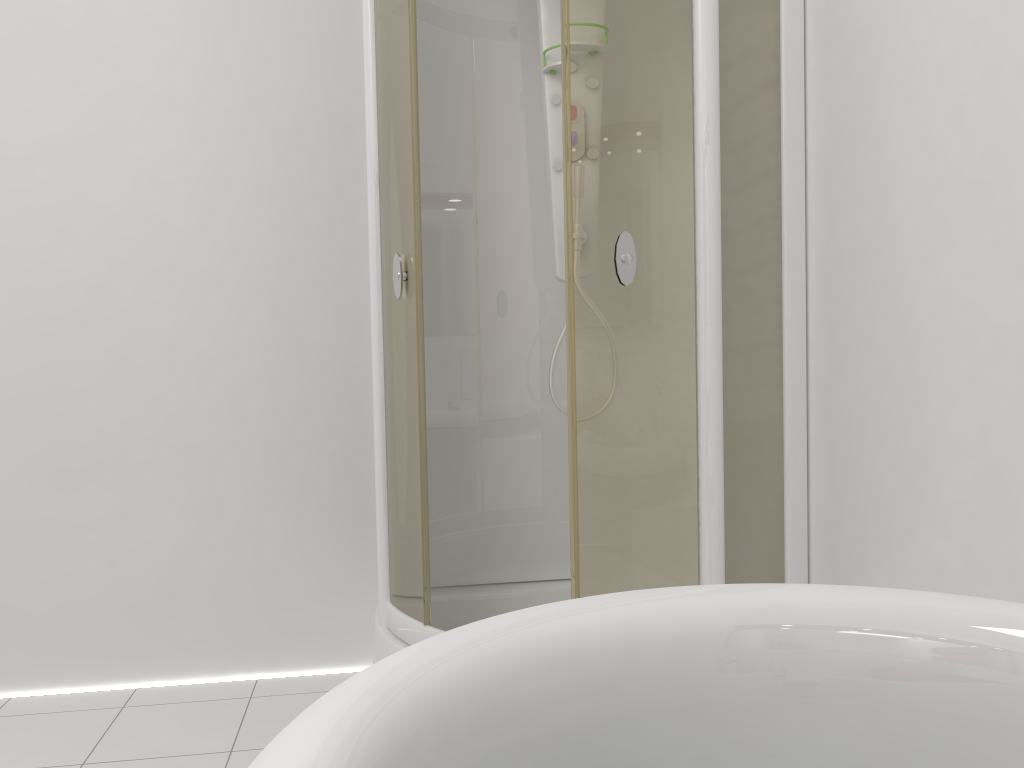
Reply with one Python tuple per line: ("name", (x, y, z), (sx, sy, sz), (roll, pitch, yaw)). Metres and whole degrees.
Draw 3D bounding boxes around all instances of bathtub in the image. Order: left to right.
("bathtub", (0.375, 0.612, 0.236), (1.055, 0.674, 1.863), (-2, 2, -9))

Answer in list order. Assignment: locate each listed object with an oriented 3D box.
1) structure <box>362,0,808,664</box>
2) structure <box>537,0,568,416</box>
("structure", (0.101, -0.257, 2.187), (0.932, 2.234, 0.933), (-2, 2, -9))
("structure", (0.198, -0.570, 2.323), (0.201, 1.343, 0.358), (-2, 2, -9))
